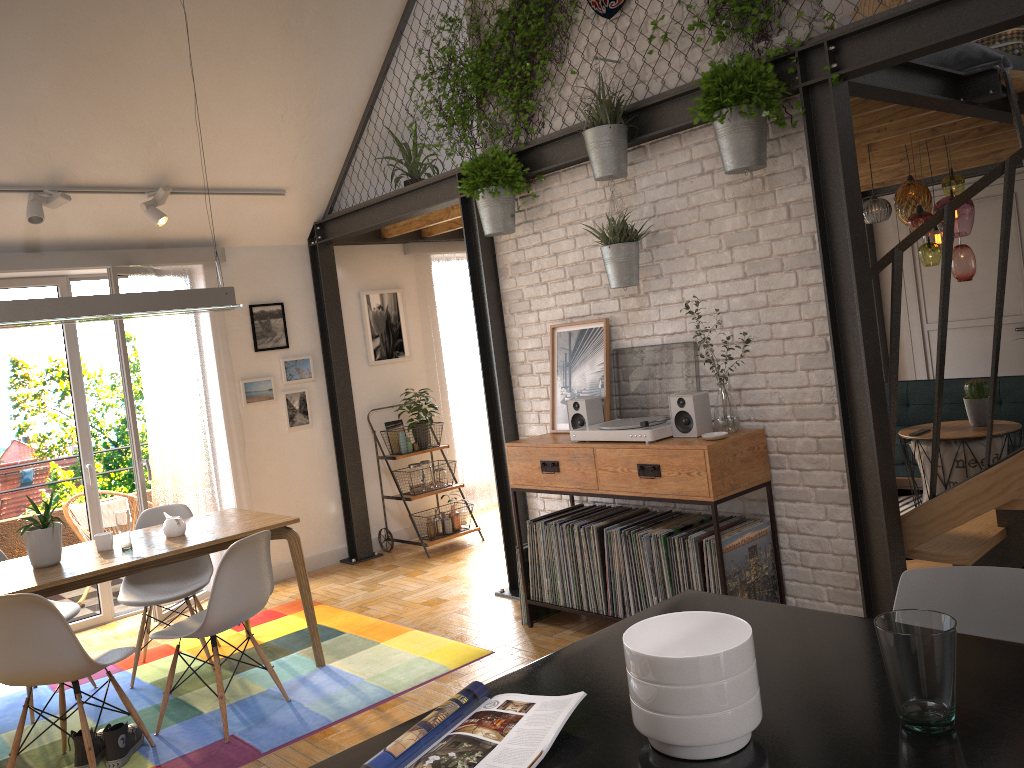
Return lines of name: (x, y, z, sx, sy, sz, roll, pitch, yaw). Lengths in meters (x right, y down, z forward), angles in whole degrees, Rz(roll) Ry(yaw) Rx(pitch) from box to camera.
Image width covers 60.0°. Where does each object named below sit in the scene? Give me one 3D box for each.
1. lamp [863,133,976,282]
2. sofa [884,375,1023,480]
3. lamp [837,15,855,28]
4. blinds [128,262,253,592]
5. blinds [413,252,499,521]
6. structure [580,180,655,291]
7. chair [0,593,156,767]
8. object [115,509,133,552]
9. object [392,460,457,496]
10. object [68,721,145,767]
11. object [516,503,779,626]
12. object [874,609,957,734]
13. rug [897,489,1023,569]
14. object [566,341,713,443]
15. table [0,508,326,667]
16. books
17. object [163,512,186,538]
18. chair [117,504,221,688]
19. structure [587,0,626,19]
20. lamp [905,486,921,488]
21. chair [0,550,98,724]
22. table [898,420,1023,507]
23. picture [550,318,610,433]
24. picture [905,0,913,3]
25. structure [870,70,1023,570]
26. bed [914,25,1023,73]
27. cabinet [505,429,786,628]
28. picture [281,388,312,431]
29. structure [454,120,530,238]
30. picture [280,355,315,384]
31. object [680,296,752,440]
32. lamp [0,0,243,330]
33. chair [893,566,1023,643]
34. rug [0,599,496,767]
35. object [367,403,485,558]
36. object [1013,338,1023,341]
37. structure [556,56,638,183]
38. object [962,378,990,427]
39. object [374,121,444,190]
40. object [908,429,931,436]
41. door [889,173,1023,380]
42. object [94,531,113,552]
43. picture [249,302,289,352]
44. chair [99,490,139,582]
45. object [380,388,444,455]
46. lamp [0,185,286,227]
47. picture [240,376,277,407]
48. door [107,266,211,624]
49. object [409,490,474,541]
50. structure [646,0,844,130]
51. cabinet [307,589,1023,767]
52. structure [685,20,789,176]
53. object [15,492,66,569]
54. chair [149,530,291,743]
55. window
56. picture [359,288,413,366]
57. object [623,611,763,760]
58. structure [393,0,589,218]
lamp: (2.538, -1.113, 5.518, 0.618, 1.013, 0.491, -7, 1, -1)
sofa: (3.053, 0.382, 6.467, 0.827, 0.782, 1.969, -9, 3, -41)
lamp: (3.004, -2.862, 8.111, 0.194, 0.813, 0.851, -7, 2, 2)
blinds: (-2.095, 0.270, 5.853, 0.187, 2.287, 0.752, -7, 1, 43)
blinds: (-0.411, -0.032, 7.391, 0.669, 2.281, 0.123, -8, 1, -41)
structure: (0.509, -0.709, 4.251, 0.385, 0.534, 0.359, -8, 2, -32)
chair: (-1.741, 1.133, 3.435, 0.464, 0.801, 0.543, -7, 2, 6)
object: (-1.774, 0.672, 4.058, 0.062, 0.184, 0.062, -7, 1, 13)
object: (-0.652, 0.697, 6.711, 0.440, 0.215, 0.238, -10, 3, -41)
object: (-1.648, 1.441, 3.614, 0.259, 0.155, 0.301, -8, 3, -6)
object: (0.595, 0.923, 4.278, 0.406, 0.574, 1.310, -9, 3, -41)
object: (0.556, 0.392, 1.204, 0.103, 0.140, 0.104, -6, 2, 39)
rug: (2.525, 0.885, 5.788, 1.706, 0.010, 3.494, -10, 4, -41)
object: (0.572, 0.040, 4.210, 0.416, 0.414, 0.785, -9, 3, -41)
table: (-1.775, 1.139, 4.173, 1.470, 0.754, 0.849, -10, 3, -41)
books: (-0.047, 0.515, 1.291, 0.222, 0.044, 0.283, -5, 4, 31)
object: (-1.638, 0.681, 4.297, 0.107, 0.106, 0.178, -8, 3, -15)
chair: (-1.806, 1.073, 4.650, 0.465, 0.801, 0.542, -8, 2, -15)
structure: (0.370, -2.231, 4.241, 0.192, 0.964, 0.440, -8, 1, -41)
lamp: (2.545, -0.043, 6.820, 0.572, 1.717, 2.355, -8, 2, -33)
chair: (-2.417, 1.169, 4.325, 0.541, 0.801, 0.466, -7, 1, 17)
table: (2.739, 0.533, 5.373, 0.681, 0.685, 0.682, -7, 2, -2)
picture: (0.349, -0.037, 4.634, 0.127, 0.576, 0.410, -8, 2, -41)
picture: (3.608, -3.414, 7.670, 0.017, 0.554, 0.420, -8, 2, -41)
structure: (2.517, -0.911, 3.949, 2.254, 3.816, 1.625, -8, 1, -27)
bed: (3.019, -2.282, 6.801, 2.296, 1.020, 2.118, -10, 4, -41)
cabinet: (0.589, 0.731, 4.235, 0.457, 0.963, 1.262, -8, 2, -41)
picture: (-1.561, 0.184, 6.435, 0.202, 0.284, 0.022, -9, 2, -42)
structure: (-0.110, -1.119, 4.844, 0.423, 0.652, 0.438, -8, 2, -11)
picture: (-1.561, -0.105, 6.458, 0.252, 0.183, 0.023, -9, 2, -41)
object: (0.866, -0.084, 3.895, 0.291, 0.620, 0.295, -8, 1, -26)
lamp: (-2.067, -1.198, 4.147, 1.350, 1.818, 0.268, -9, 2, -41)
chair: (0.995, 0.862, 1.811, 0.403, 0.866, 0.431, -7, 1, 29)
rug: (-1.727, 1.511, 4.068, 2.791, 0.024, 1.934, -10, 4, -42)
object: (-0.671, 0.692, 6.736, 0.580, 1.077, 0.630, -8, 2, -41)
object: (2.243, -0.139, 3.421, 0.527, 0.591, 0.459, -6, 2, 36)
structure: (0.422, -1.260, 4.245, 0.384, 0.607, 0.349, -7, 1, 12)
object: (2.830, 0.107, 5.371, 0.189, 0.295, 0.173, -7, 2, 23)
object: (-0.703, -1.552, 6.240, 0.527, 0.591, 0.459, -6, 2, 31)
object: (2.475, 0.292, 5.378, 0.208, 0.013, 0.050, -10, 4, -41)
door: (3.997, -0.573, 7.705, 0.088, 2.299, 1.197, -8, 1, -41)
object: (-1.905, 0.738, 4.142, 0.078, 0.077, 0.077, -8, 2, -24)
picture: (-1.736, -0.408, 6.338, 0.262, 0.336, 0.021, -9, 2, -41)
chair: (-2.811, 1.117, 6.436, 0.885, 0.808, 0.670, -7, 2, 14)
object: (-0.767, 0.274, 6.787, 0.493, 0.475, 0.395, -8, 2, -29)
lamp: (-2.818, -0.985, 4.905, 3.501, 0.261, 0.207, -10, 3, -41)
picture: (-1.786, 0.051, 6.248, 0.252, 0.183, 0.023, -9, 2, -41)
door: (-2.243, 0.347, 5.855, 0.111, 2.229, 0.804, -7, 1, 11)
object: (-0.512, 0.975, 6.597, 0.440, 0.290, 0.276, -9, 3, -41)
structure: (1.026, -1.972, 3.691, 0.459, 1.869, 1.302, -8, 2, -45)
cabinet: (0.859, 0.806, 0.692, 1.003, 1.135, 2.432, -9, 3, -41)
structure: (0.925, -1.185, 3.669, 0.423, 0.652, 0.438, -8, 2, -11)
object: (-2.099, 0.647, 3.955, 0.214, 0.329, 0.233, -8, 2, -36)
chair: (-0.655, 0.114, 2.199, 3.501, 2.684, 4.011, -9, 3, -41)
window: (0.933, -1.023, 3.372, 7.809, 4.462, 8.613, -10, 4, -41)
picture: (-0.991, -0.455, 6.991, 0.416, 0.574, 0.022, -9, 2, -41)
object: (0.256, 0.424, 1.252, 0.182, 0.146, 0.181, -9, 3, -44)
structure: (-0.077, -1.739, 4.944, 0.432, 1.678, 2.123, -8, 2, -41)
